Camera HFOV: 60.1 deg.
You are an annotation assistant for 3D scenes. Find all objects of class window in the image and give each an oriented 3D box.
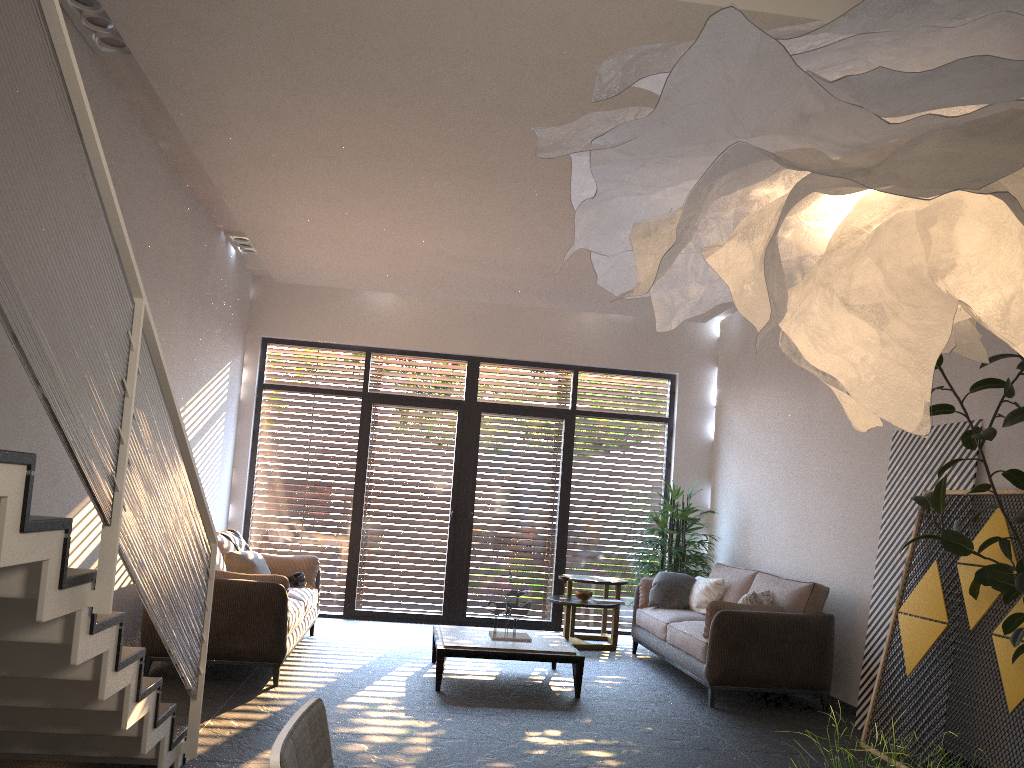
[{"bbox_3d":[-0.537,1.125,9.752,4.944,3.014,0.461,5,-5,-6],"label":"window"}]

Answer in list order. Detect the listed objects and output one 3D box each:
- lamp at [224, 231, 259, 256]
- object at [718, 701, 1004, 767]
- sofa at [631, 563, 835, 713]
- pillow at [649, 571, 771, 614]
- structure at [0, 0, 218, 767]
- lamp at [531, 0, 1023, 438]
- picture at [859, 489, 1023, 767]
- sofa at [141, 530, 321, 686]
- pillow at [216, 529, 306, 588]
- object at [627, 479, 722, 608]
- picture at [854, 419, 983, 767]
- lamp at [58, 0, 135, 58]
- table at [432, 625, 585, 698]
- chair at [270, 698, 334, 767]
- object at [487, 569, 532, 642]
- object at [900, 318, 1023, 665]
[{"bbox_3d":[-2.452,-1.302,8.151,0.253,0.066,0.648,5,-8,-6],"label":"lamp"},{"bbox_3d":[0.547,0.646,1.223,0.532,0.365,0.671,5,-7,-11],"label":"object"},{"bbox_3d":[1.760,2.010,7.430,0.994,0.915,2.333,5,-7,-6],"label":"sofa"},{"bbox_3d":[1.643,1.820,7.469,0.618,0.341,1.903,5,-8,-6],"label":"pillow"},{"bbox_3d":[0.413,-2.763,0.454,4.236,8.268,8.502,5,-6,-6],"label":"structure"},{"bbox_3d":[0.756,-2.489,1.484,1.117,5.188,1.067,4,-5,5],"label":"lamp"},{"bbox_3d":[2.466,1.357,4.782,0.386,1.597,1.505,5,-6,-6],"label":"picture"},{"bbox_3d":[-2.117,1.671,7.010,0.994,0.915,2.333,5,-7,-6],"label":"sofa"},{"bbox_3d":[-2.343,1.600,7.493,0.954,0.704,1.024,2,-7,18],"label":"pillow"},{"bbox_3d":[1.640,1.823,9.076,0.982,1.715,0.914,9,-7,-41],"label":"object"},{"bbox_3d":[2.529,1.257,5.567,0.208,2.009,0.962,5,-5,-6],"label":"picture"},{"bbox_3d":[-2.015,-1.793,4.337,0.253,0.066,0.648,5,-8,-6],"label":"lamp"},{"bbox_3d":[-0.075,2.089,6.745,1.049,0.305,1.121,5,-8,-6],"label":"table"},{"bbox_3d":[-0.124,1.061,1.507,0.601,0.915,0.477,4,-5,-3],"label":"chair"},{"bbox_3d":[-0.237,-0.881,2.717,0.365,4.451,8.959,4,-7,6],"label":"object"},{"bbox_3d":[2.387,0.410,3.758,0.910,3.184,2.016,7,-6,-28],"label":"object"}]
